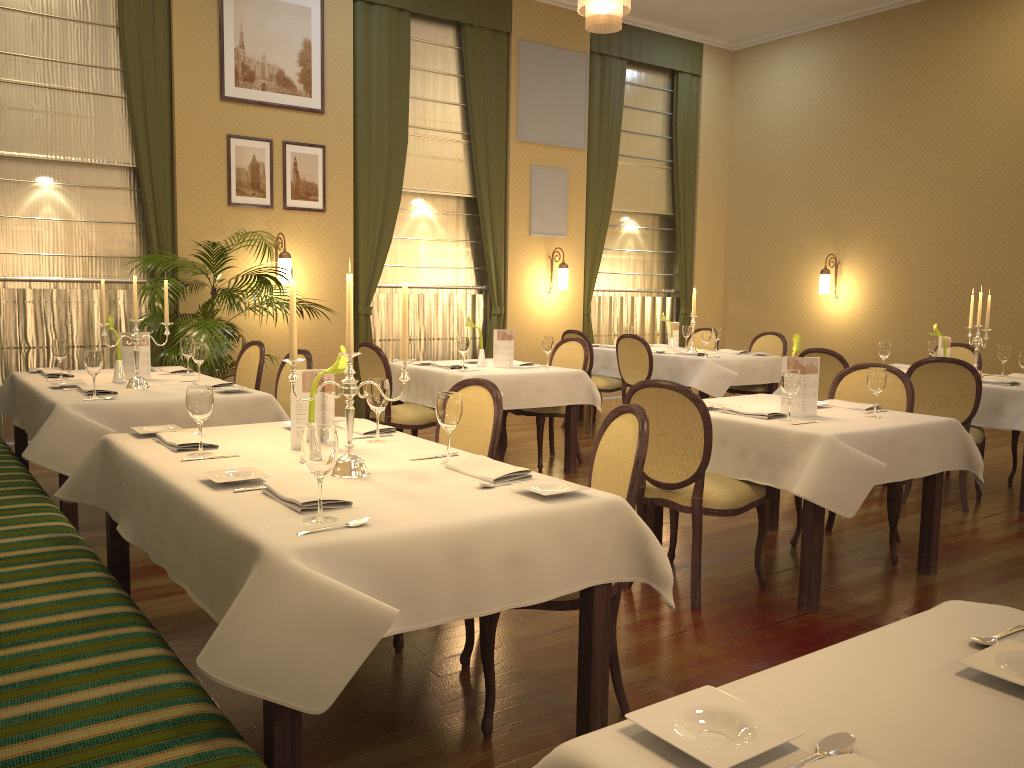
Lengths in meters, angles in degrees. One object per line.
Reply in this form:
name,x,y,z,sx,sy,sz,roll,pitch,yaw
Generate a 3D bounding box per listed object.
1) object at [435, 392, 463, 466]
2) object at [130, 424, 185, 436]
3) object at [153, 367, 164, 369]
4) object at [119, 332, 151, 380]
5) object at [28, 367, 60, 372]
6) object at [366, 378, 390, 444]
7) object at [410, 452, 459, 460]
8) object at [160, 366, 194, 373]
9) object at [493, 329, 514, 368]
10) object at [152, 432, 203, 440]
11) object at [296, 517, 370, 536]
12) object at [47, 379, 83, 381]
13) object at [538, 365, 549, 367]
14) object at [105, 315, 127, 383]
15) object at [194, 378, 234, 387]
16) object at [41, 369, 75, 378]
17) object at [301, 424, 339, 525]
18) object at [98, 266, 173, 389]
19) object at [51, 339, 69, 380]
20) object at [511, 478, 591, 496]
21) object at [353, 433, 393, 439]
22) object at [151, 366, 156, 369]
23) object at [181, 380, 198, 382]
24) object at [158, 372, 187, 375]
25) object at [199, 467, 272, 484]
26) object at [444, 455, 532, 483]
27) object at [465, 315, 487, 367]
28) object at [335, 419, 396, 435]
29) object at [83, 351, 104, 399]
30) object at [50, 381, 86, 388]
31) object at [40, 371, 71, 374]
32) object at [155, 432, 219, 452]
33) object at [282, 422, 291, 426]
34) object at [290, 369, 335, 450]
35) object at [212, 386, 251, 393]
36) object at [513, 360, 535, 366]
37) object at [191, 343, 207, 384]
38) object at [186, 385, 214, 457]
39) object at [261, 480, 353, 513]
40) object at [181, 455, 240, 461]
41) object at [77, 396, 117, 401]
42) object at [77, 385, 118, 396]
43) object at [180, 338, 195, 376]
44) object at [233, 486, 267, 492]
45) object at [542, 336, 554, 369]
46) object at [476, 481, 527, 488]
object,-0.202,0.143,2.844,0.088,0.229,0.088,2,6,12
object,-1.319,0.178,3.301,0.160,0.024,0.160,-3,7,-35
object,-2.326,-0.107,5.837,0.181,0.015,0.038,-3,7,-34
object,-2.187,-0.160,5.138,0.166,0.277,0.081,-1,6,-19
object,-2.889,-0.083,5.482,0.160,0.024,0.160,-3,7,-35
object,-0.487,0.097,3.223,0.088,0.229,0.088,2,6,12
object,-0.258,0.241,2.943,0.185,0.010,0.017,-3,7,-35
object,-2.155,-0.091,5.692,0.142,0.024,0.273,-3,7,-35
object,-0.041,-0.254,6.373,0.166,0.277,0.081,-2,7,-29
object,-1.223,0.190,3.245,0.181,0.015,0.038,-3,7,-34
object,-0.415,0.330,2.060,0.181,0.015,0.038,-3,7,-34
object,-2.543,-0.024,5.047,0.185,0.010,0.017,-3,7,-34
object,0.193,-0.128,6.473,0.185,0.010,0.017,-3,7,-35
object,-2.240,-0.198,5.005,0.163,0.375,0.076,6,8,41
object,-1.645,-0.001,4.895,0.142,0.033,0.273,-3,7,-35
object,-2.708,-0.061,5.282,0.142,0.033,0.273,-3,7,-35
object,-0.460,0.215,2.123,0.088,0.229,0.088,2,6,12
object,-2.012,-0.303,4.748,0.390,0.655,0.131,-2,7,-30
object,-2.596,-0.141,5.099,0.088,0.229,0.088,2,6,12
object,0.106,0.294,2.453,0.160,0.024,0.160,-3,7,-35
object,-0.529,0.196,3.320,0.185,0.010,0.017,-3,7,-35
object,-2.370,-0.094,5.667,0.160,0.024,0.160,-3,7,-35
object,-1.828,-0.020,5.124,0.185,0.010,0.017,-3,7,-35
object,-2.099,-0.065,5.501,0.185,0.010,0.017,-3,7,-35
object,-0.789,0.269,2.534,0.160,0.024,0.160,-3,7,-35
object,-0.076,0.260,2.714,0.142,0.033,0.273,-3,7,-35
object,-0.260,-0.310,6.390,0.163,0.375,0.076,0,6,-14
object,-0.586,0.170,3.511,0.142,0.024,0.273,-3,7,-35
object,-2.029,-0.046,4.304,0.088,0.229,0.088,2,6,12
object,-2.359,0.008,4.714,0.160,0.024,0.160,-3,7,-35
object,-2.792,-0.071,5.426,0.181,0.015,0.038,-3,7,-34
object,-1.138,0.200,3.101,0.142,0.033,0.273,-3,7,-35
object,-0.800,0.167,3.487,0.160,0.024,0.160,-3,7,-35
object,-0.666,0.090,3.047,0.166,0.277,0.081,3,6,16
object,-1.463,0.033,4.634,0.160,0.024,0.160,-3,7,-35
object,0.032,-0.157,6.672,0.142,0.024,0.273,-3,7,-35
object,-1.772,-0.118,5.024,0.088,0.229,0.088,2,6,12
object,-1.026,0.120,2.918,0.088,0.229,0.088,2,6,6
object,-0.544,0.292,2.339,0.142,0.033,0.273,-3,7,-35
object,-0.973,0.236,2.867,0.185,0.010,0.017,-3,7,-34
object,-1.984,0.070,4.241,0.181,0.015,0.038,-3,7,-34
object,-2.114,0.031,4.520,0.142,0.033,0.273,-3,7,-35
object,-1.991,-0.167,5.445,0.088,0.229,0.088,2,6,12
object,-0.679,0.285,2.459,0.185,0.010,0.017,-3,7,-34
object,0.257,-0.227,6.379,0.088,0.229,0.088,2,6,12
object,-0.024,0.285,2.551,0.181,0.015,0.038,-3,7,-34
